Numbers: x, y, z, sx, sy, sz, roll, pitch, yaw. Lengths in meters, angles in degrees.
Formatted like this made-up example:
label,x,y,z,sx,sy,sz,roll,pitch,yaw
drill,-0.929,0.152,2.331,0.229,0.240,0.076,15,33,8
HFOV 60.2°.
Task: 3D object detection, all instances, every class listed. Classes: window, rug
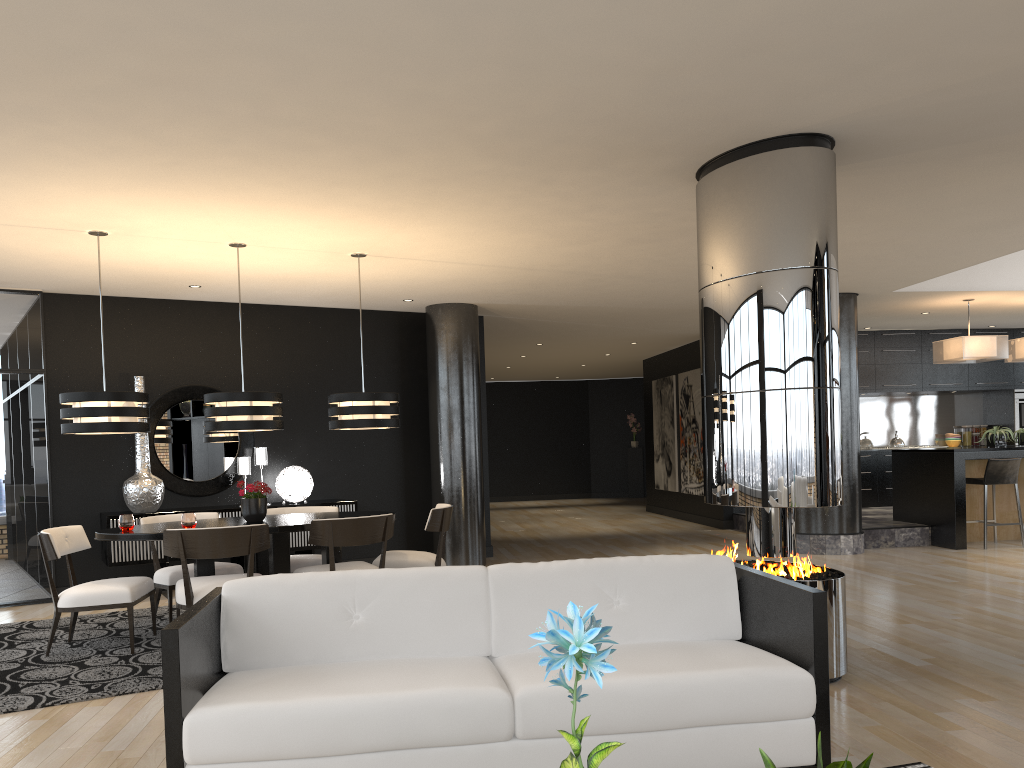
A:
label,x,y,z,sx,sy,sz,roll,pitch,yaw
window,3.227,-0.890,5.172,15.875,4.784,10.154,0,-3,-21
rug,-1.871,1.748,6.328,3.718,0.011,2.725,1,-5,-30

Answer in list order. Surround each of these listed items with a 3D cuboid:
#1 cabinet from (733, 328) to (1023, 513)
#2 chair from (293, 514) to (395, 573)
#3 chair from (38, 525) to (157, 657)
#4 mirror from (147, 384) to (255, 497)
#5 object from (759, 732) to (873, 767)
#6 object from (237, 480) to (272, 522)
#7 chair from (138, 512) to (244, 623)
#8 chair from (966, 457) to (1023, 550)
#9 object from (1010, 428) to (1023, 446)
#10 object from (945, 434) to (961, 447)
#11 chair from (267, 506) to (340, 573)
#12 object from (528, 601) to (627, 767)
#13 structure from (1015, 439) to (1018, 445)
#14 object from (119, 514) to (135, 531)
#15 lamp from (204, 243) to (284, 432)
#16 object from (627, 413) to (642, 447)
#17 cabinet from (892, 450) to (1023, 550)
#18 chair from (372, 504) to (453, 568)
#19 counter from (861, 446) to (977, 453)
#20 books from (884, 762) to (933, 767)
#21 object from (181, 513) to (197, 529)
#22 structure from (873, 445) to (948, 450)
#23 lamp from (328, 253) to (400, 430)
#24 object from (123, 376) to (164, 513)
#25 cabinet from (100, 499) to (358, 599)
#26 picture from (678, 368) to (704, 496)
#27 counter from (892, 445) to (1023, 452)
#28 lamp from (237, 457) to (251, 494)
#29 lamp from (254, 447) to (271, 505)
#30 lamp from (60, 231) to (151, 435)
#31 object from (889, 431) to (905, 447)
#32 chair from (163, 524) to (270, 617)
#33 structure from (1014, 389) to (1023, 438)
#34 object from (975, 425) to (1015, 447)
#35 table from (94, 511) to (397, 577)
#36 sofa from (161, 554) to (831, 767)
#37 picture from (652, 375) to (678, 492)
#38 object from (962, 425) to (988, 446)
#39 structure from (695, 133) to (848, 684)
label,x,y,z,sx,sy,sz,roll,pitch,yaw
cabinet,5.833,0.510,12.960,5.725,2.528,0.728,-1,1,-8
chair,-1.167,1.318,6.179,0.642,0.806,0.617,-1,-1,-37
chair,-2.733,1.340,5.791,0.616,0.806,0.643,-2,-1,-9
mirror,-2.997,0.541,8.417,1.075,1.078,0.025,-1,1,-30
object,0.532,0.798,1.499,0.214,0.370,0.285,-2,0,-44
object,-1.837,0.834,6.307,0.237,0.298,0.229,-1,-1,-28
chair,-2.411,1.391,6.645,0.642,0.806,0.617,-1,-1,-44
chair,5.182,1.279,9.546,0.475,0.964,0.519,-2,0,-8
object,5.719,0.569,9.785,0.398,0.239,0.407,-3,-3,17
object,6.647,0.849,13.305,0.205,0.205,0.185,-2,-1,-7
chair,-1.700,1.394,7.010,0.642,0.806,0.616,-2,-1,-2
object,0.102,0.677,1.471,0.356,0.631,0.370,-2,0,12
structure,7.672,1.147,12.893,0.701,0.707,0.085,-2,1,-8
object,-2.547,0.917,5.836,0.095,0.106,0.095,-2,-1,26
lamp,-1.922,-0.330,6.268,0.535,1.329,0.536,-2,1,-31
object,2.784,1.050,20.066,0.339,0.787,0.228,-2,1,21
cabinet,6.154,1.251,10.141,3.113,1.038,1.181,-1,-2,-8
chair,-0.751,1.354,6.875,0.616,0.806,0.643,-2,-1,-1
counter,5.843,0.968,12.995,2.859,0.034,0.732,-1,-4,-8
books,0.873,0.858,1.879,0.154,0.027,0.185,-1,-4,-17
object,-2.116,0.899,5.780,0.095,0.106,0.095,-1,-1,-19
structure,5.844,0.943,12.975,0.900,0.066,0.521,-1,-4,-8
lamp,-1.143,-0.323,6.714,0.535,1.329,0.536,-2,1,-31
object,-3.288,0.537,7.843,0.343,1.209,0.343,-2,1,-21
cabinet,-2.611,1.536,8.313,2.235,0.767,0.611,0,-2,-30
picture,2.759,0.734,13.331,0.077,1.873,1.156,-2,0,-8
counter,6.137,0.716,10.128,3.113,0.032,1.182,-1,-4,-8
lamp,-2.526,0.921,8.344,0.125,0.465,0.132,-2,1,-8
lamp,-2.406,0.884,8.482,0.132,0.550,0.124,-1,1,22
lamp,-2.701,-0.337,5.822,0.535,1.329,0.536,-2,1,-31
object,5.602,0.795,12.861,0.221,0.230,0.221,-1,-1,-15
chair,-1.899,1.308,5.719,0.642,0.806,0.617,-2,-1,-20
structure,7.649,0.426,12.876,0.701,0.707,0.085,-2,1,-8
object,5.309,0.580,9.755,0.407,0.239,0.398,-3,-3,17
table,-1.822,1.368,6.338,2.104,0.769,1.212,0,-3,-28
sofa,-0.045,1.060,3.064,2.031,0.804,0.839,-1,-2,-8
picture,2.570,0.840,14.724,0.077,1.873,1.156,-2,0,-8
object,7.014,0.783,13.378,0.365,0.316,0.113,-2,1,-7
structure,1.390,0.170,4.790,0.586,2.743,0.892,-2,1,-20
